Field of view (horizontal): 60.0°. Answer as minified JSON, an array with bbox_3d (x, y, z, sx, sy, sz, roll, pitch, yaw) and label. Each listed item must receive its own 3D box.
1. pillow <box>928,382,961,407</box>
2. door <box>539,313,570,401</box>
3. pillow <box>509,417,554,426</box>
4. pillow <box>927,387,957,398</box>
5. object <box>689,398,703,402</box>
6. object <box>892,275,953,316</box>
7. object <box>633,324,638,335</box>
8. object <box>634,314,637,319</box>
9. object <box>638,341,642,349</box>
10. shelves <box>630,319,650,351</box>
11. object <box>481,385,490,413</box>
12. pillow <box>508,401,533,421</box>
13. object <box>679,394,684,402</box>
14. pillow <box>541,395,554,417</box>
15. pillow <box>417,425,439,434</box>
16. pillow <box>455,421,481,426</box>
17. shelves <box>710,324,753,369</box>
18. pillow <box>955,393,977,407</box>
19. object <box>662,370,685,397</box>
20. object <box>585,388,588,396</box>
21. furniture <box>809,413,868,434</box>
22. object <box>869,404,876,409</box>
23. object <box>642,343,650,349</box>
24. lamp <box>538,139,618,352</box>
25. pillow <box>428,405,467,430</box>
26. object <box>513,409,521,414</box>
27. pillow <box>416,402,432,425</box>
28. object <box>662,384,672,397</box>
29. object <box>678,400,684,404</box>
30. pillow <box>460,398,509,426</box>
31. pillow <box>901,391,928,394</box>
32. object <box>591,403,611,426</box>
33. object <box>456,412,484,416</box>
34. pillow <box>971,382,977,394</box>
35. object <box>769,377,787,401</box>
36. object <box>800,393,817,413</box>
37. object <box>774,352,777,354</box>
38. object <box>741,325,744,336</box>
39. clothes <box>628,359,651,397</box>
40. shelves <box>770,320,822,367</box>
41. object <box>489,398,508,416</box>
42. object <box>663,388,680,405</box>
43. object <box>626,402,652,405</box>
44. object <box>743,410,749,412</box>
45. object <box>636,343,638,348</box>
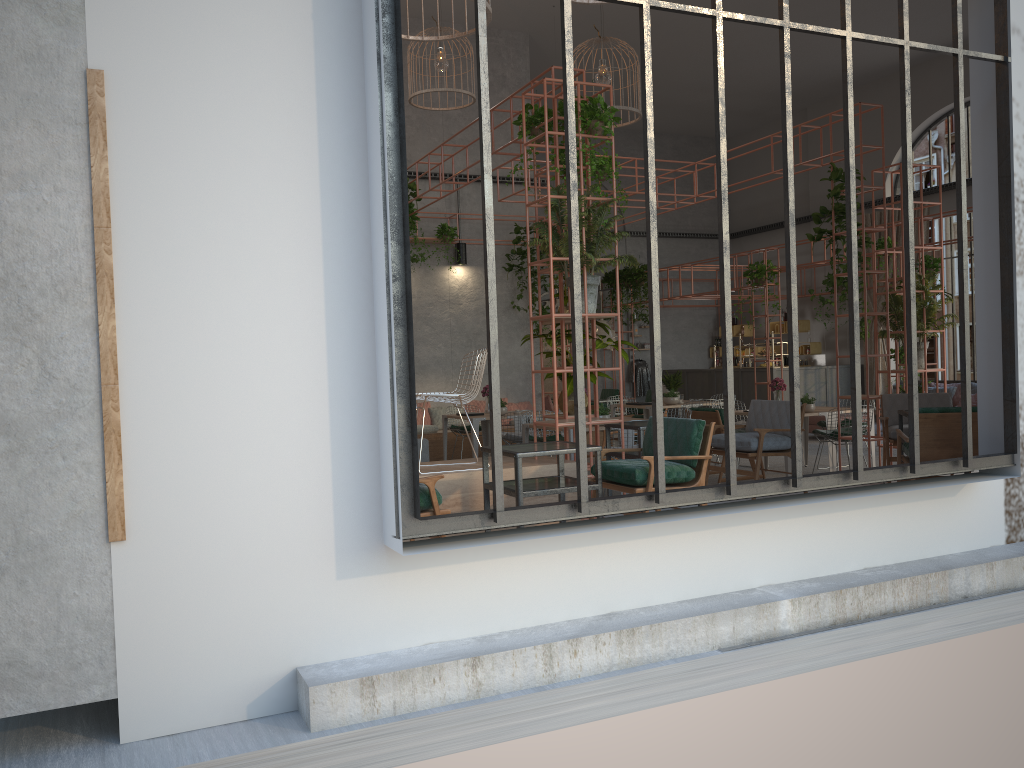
[{"bbox_3d":[8.241,0.206,16.909,0.276,0.474,0.839,-3,2,-24],"label":"pillow"},{"bbox_3d":[0.952,-0.396,22.269,1.360,2.729,0.551,-3,2,-24],"label":"door"},{"bbox_3d":[0.337,0.644,14.964,0.637,0.149,0.491,-3,2,-23],"label":"pillow"},{"bbox_3d":[8.100,0.244,16.860,0.289,0.385,0.666,-3,2,-24],"label":"pillow"},{"bbox_3d":[2.903,0.253,13.978,0.218,0.041,0.218,-2,1,-16],"label":"object"},{"bbox_3d":[6.302,-1.244,13.704,0.923,0.946,0.924,-1,2,32],"label":"object"},{"bbox_3d":[3.098,-1.400,22.341,0.136,0.336,0.145,-2,1,-10],"label":"object"},{"bbox_3d":[3.084,-1.703,22.324,0.133,0.145,0.133,-1,2,27],"label":"object"},{"bbox_3d":[3.229,-0.989,22.407,0.081,0.204,0.081,-3,2,-24],"label":"object"},{"bbox_3d":[3.279,-1.246,22.410,0.560,0.790,0.186,-3,2,-24],"label":"shelves"},{"bbox_3d":[-0.335,0.216,12.837,0.213,0.414,0.225,-3,2,-32],"label":"object"},{"bbox_3d":[0.105,0.506,15.298,0.666,0.385,0.289,-3,2,-29],"label":"pillow"},{"bbox_3d":[2.661,0.222,13.993,0.095,0.119,0.095,-2,1,0],"label":"object"},{"bbox_3d":[0.515,0.423,16.155,0.276,0.474,0.839,-3,2,-34],"label":"pillow"},{"bbox_3d":[-1.542,0.733,14.111,0.637,0.149,0.491,-3,2,-23],"label":"pillow"},{"bbox_3d":[-0.588,0.688,14.544,0.637,0.149,0.491,-3,2,-23],"label":"pillow"},{"bbox_3d":[5.713,-0.571,22.552,0.328,1.838,1.750,-3,2,-24],"label":"shelves"},{"bbox_3d":[8.315,0.291,16.078,0.441,0.317,0.479,-3,2,-43],"label":"pillow"},{"bbox_3d":[2.473,0.034,13.715,0.438,0.527,0.368,-3,2,-24],"label":"object"},{"bbox_3d":[0.797,0.235,10.342,0.213,0.414,0.225,-3,2,-32],"label":"object"},{"bbox_3d":[5.764,0.743,15.994,0.941,0.446,0.976,-3,2,-24],"label":"furniture"},{"bbox_3d":[6.729,0.446,16.535,0.199,0.145,0.156,-2,1,-10],"label":"object"},{"bbox_3d":[3.425,-0.966,22.497,0.219,0.149,0.129,-3,2,-24],"label":"object"},{"bbox_3d":[0.905,-2.645,18.383,0.704,4.052,4.456,-3,2,-24],"label":"lamp"},{"bbox_3d":[-1.061,0.561,14.769,0.666,0.385,0.289,-3,2,-29],"label":"pillow"},{"bbox_3d":[0.074,0.383,12.413,0.115,0.078,0.115,-3,1,-19],"label":"object"},{"bbox_3d":[-1.657,0.540,14.522,0.839,0.474,0.276,-3,2,-34],"label":"pillow"},{"bbox_3d":[2.449,0.144,14.044,0.241,0.313,0.241,-2,1,21],"label":"object"},{"bbox_3d":[2.562,0.265,13.541,0.115,0.078,0.115,-3,1,-19],"label":"object"},{"bbox_3d":[-0.473,0.485,15.011,0.839,0.474,0.276,-2,1,-4],"label":"pillow"},{"bbox_3d":[7.731,0.306,16.953,0.500,0.324,0.307,-2,1,11],"label":"pillow"},{"bbox_3d":[0.943,0.331,9.632,0.247,0.247,0.252,-3,2,-24],"label":"object"},{"bbox_3d":[-0.592,0.425,12.504,0.268,0.031,0.427,-3,2,-24],"label":"object"},{"bbox_3d":[8.605,0.215,16.079,0.273,0.476,0.836,-3,2,-24],"label":"pillow"},{"bbox_3d":[3.465,0.120,11.551,0.213,0.414,0.225,-3,2,-32],"label":"object"},{"bbox_3d":[3.548,0.233,10.760,0.247,0.247,0.252,-3,2,-24],"label":"object"},{"bbox_3d":[5.638,-0.680,19.107,0.152,0.058,0.095,-3,2,-34],"label":"object"},{"bbox_3d":[5.810,-1.336,22.238,0.137,0.261,0.137,-2,1,12],"label":"object"},{"bbox_3d":[3.264,-0.130,22.413,0.625,0.997,0.366,-3,2,-44],"label":"clothes"},{"bbox_3d":[6.506,-0.558,20.804,0.328,1.838,1.750,-3,2,-24],"label":"shelves"},{"bbox_3d":[-0.187,0.312,12.121,0.248,0.247,0.254,-3,2,-24],"label":"object"},{"bbox_3d":[2.382,0.190,13.286,0.248,0.247,0.254,-3,2,-24],"label":"object"},{"bbox_3d":[1.977,0.303,13.669,0.268,0.031,0.427,-3,2,-24],"label":"object"},{"bbox_3d":[3.144,0.346,11.142,0.268,0.031,0.427,-3,2,-24],"label":"object"},{"bbox_3d":[3.155,-0.959,22.365,0.063,0.151,0.063,-3,2,-38],"label":"object"}]
